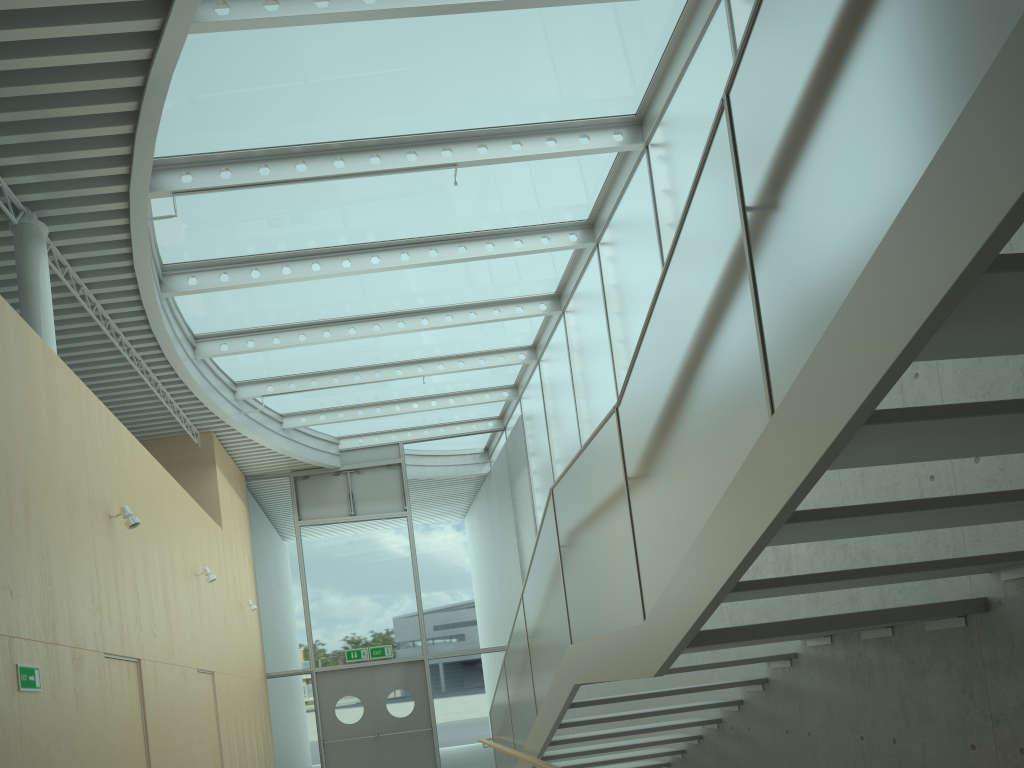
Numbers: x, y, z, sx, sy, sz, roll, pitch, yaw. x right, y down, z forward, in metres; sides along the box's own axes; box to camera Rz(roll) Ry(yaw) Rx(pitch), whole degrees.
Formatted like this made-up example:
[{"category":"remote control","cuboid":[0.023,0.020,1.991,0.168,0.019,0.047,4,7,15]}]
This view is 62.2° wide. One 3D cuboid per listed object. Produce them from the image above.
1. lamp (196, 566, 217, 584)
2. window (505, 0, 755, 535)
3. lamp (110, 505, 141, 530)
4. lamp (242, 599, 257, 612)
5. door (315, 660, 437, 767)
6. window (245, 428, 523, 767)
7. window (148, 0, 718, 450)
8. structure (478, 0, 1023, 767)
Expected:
[{"category":"lamp","cuboid":[-3.530,2.203,9.806,0.231,0.191,0.147,0,-12,-29]},{"category":"window","cuboid":[0.868,0.063,10.188,0.030,2.652,16.498,-7,-19,-11]},{"category":"lamp","cuboid":[-3.066,1.052,6.723,0.231,0.191,0.147,0,-12,-29]},{"category":"lamp","cuboid":[-3.996,3.362,12.911,0.231,0.191,0.147,0,-12,-29]},{"category":"door","cuboid":[-2.388,6.026,15.031,1.913,2.060,0.179,-5,-4,-9]},{"category":"window","cuboid":[-2.071,4.020,15.243,4.835,6.145,0.112,-6,-3,-9]},{"category":"window","cuboid":[-1.076,1.721,9.762,4.761,6.059,16.680,-5,-17,-10]},{"category":"structure","cuboid":[1.331,0.888,4.115,1.876,4.069,13.292,-6,-18,-11]}]
